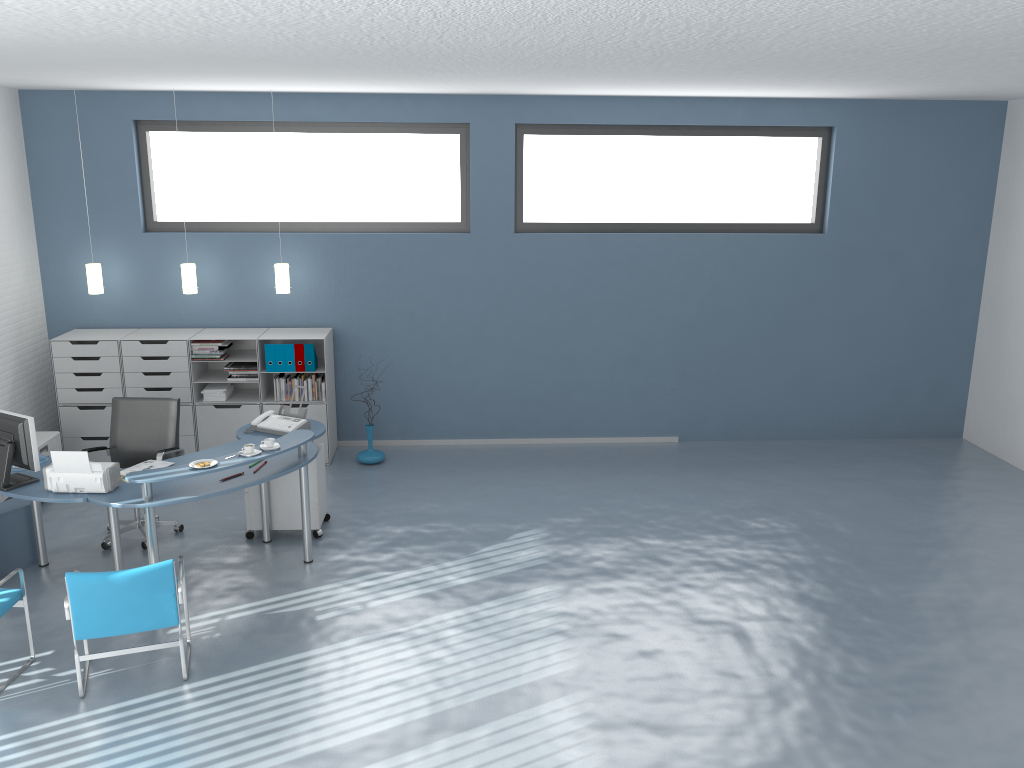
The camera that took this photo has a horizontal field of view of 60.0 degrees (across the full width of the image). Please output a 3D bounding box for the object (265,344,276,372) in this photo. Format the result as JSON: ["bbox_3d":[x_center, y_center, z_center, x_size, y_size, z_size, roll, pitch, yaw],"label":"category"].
[{"bbox_3d":[-2.091,-0.244,7.736,0.082,0.247,0.181,-1,14,-4],"label":"object"}]

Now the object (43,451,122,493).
[{"bbox_3d":[-2.502,0.488,5.124,0.392,0.273,0.197,1,14,1],"label":"object"}]

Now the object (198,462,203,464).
[{"bbox_3d":[-1.822,0.462,5.184,0.027,0.005,0.025,13,19,41],"label":"object"}]

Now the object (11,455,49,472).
[{"bbox_3d":[-3.081,0.494,5.596,0.213,0.026,0.285,3,14,9],"label":"object"}]

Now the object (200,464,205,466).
[{"bbox_3d":[-1.803,0.469,5.159,0.027,0.005,0.025,1,14,1],"label":"object"}]

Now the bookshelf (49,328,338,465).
[{"bbox_3d":[-2.778,0.111,7.942,2.294,1.141,0.521,-1,14,-4],"label":"bookshelf"}]

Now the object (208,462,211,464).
[{"bbox_3d":[-1.778,0.464,5.197,0.025,0.005,0.027,-3,14,-14],"label":"object"}]

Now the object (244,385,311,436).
[{"bbox_3d":[-1.649,0.189,6.332,0.405,0.280,0.399,7,16,26],"label":"object"}]

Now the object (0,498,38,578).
[{"bbox_3d":[-3.349,1.018,5.803,0.199,0.422,0.471,9,16,30],"label":"object"}]

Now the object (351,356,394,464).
[{"bbox_3d":[-1.225,0.229,7.885,0.357,0.972,0.312,-7,16,-28],"label":"object"}]

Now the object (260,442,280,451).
[{"bbox_3d":[-1.500,0.390,5.498,0.119,0.016,0.119,-6,15,-24],"label":"object"}]

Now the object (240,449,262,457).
[{"bbox_3d":[-1.590,0.418,5.382,0.119,0.016,0.119,10,17,33],"label":"object"}]

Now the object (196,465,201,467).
[{"bbox_3d":[-1.824,0.474,5.154,0.025,0.005,0.027,11,18,36],"label":"object"}]

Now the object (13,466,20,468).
[{"bbox_3d":[-3.077,0.494,5.561,0.054,0.035,0.115,2,14,6],"label":"object"}]

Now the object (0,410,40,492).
[{"bbox_3d":[-2.968,0.387,5.218,0.365,0.417,0.212,8,16,29],"label":"object"}]

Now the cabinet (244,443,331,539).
[{"bbox_3d":[-1.639,0.774,6.452,0.559,0.605,0.383,0,14,-2],"label":"cabinet"}]

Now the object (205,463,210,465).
[{"bbox_3d":[-1.773,0.467,5.167,0.025,0.005,0.027,-6,15,-23],"label":"object"}]

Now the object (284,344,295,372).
[{"bbox_3d":[-1.925,-0.246,7.747,0.082,0.247,0.181,-1,14,-4],"label":"object"}]

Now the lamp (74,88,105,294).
[{"bbox_3d":[-3.604,-1.652,7.485,0.120,1.786,0.120,-13,19,-43],"label":"lamp"}]

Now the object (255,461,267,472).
[{"bbox_3d":[-1.579,0.519,5.567,0.011,0.010,0.200,2,14,5],"label":"object"}]

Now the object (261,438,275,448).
[{"bbox_3d":[-1.507,0.366,5.494,0.078,0.049,0.062,5,15,17],"label":"object"}]

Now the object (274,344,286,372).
[{"bbox_3d":[-2.008,-0.245,7.741,0.082,0.247,0.181,-1,14,-4],"label":"object"}]

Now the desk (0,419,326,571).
[{"bbox_3d":[-2.200,0.803,5.710,2.282,0.900,1.402,-7,16,-27],"label":"desk"}]

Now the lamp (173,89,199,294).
[{"bbox_3d":[-2.806,-1.659,7.534,0.120,1.786,0.120,-13,19,-43],"label":"lamp"}]

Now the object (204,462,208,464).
[{"bbox_3d":[-1.791,0.461,5.191,0.027,0.005,0.025,-3,14,-12],"label":"object"}]

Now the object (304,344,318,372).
[{"bbox_3d":[-1.758,-0.247,7.757,0.082,0.247,0.181,-1,14,-4],"label":"object"}]

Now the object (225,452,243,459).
[{"bbox_3d":[-1.670,0.427,5.330,0.025,0.021,0.119,13,19,42],"label":"object"}]

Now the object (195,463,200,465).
[{"bbox_3d":[-1.835,0.468,5.180,0.027,0.005,0.025,-10,17,-35],"label":"object"}]

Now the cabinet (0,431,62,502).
[{"bbox_3d":[-3.844,0.768,6.667,0.447,0.484,1.259,-1,14,-4],"label":"cabinet"}]

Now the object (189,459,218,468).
[{"bbox_3d":[-1.800,0.469,5.170,0.162,0.011,0.162,11,18,37],"label":"object"}]

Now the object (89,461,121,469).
[{"bbox_3d":[-2.767,0.539,5.702,0.478,0.028,0.276,7,16,26],"label":"object"}]

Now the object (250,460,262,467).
[{"bbox_3d":[-1.620,0.496,5.660,0.011,0.010,0.200,4,14,14],"label":"object"}]

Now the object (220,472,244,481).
[{"bbox_3d":[-1.701,0.563,5.382,0.013,0.013,0.178,10,17,33],"label":"object"}]

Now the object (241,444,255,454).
[{"bbox_3d":[-1.597,0.395,5.374,0.078,0.049,0.062,-3,14,-13],"label":"object"}]

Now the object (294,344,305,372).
[{"bbox_3d":[-1.841,-0.247,7.752,0.082,0.247,0.181,-1,14,-4],"label":"object"}]

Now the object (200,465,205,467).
[{"bbox_3d":[-1.794,0.477,5.145,0.025,0.005,0.027,9,17,32],"label":"object"}]

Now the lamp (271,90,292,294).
[{"bbox_3d":[-2.007,-1.666,7.584,0.120,1.786,0.120,-13,19,-43],"label":"lamp"}]
